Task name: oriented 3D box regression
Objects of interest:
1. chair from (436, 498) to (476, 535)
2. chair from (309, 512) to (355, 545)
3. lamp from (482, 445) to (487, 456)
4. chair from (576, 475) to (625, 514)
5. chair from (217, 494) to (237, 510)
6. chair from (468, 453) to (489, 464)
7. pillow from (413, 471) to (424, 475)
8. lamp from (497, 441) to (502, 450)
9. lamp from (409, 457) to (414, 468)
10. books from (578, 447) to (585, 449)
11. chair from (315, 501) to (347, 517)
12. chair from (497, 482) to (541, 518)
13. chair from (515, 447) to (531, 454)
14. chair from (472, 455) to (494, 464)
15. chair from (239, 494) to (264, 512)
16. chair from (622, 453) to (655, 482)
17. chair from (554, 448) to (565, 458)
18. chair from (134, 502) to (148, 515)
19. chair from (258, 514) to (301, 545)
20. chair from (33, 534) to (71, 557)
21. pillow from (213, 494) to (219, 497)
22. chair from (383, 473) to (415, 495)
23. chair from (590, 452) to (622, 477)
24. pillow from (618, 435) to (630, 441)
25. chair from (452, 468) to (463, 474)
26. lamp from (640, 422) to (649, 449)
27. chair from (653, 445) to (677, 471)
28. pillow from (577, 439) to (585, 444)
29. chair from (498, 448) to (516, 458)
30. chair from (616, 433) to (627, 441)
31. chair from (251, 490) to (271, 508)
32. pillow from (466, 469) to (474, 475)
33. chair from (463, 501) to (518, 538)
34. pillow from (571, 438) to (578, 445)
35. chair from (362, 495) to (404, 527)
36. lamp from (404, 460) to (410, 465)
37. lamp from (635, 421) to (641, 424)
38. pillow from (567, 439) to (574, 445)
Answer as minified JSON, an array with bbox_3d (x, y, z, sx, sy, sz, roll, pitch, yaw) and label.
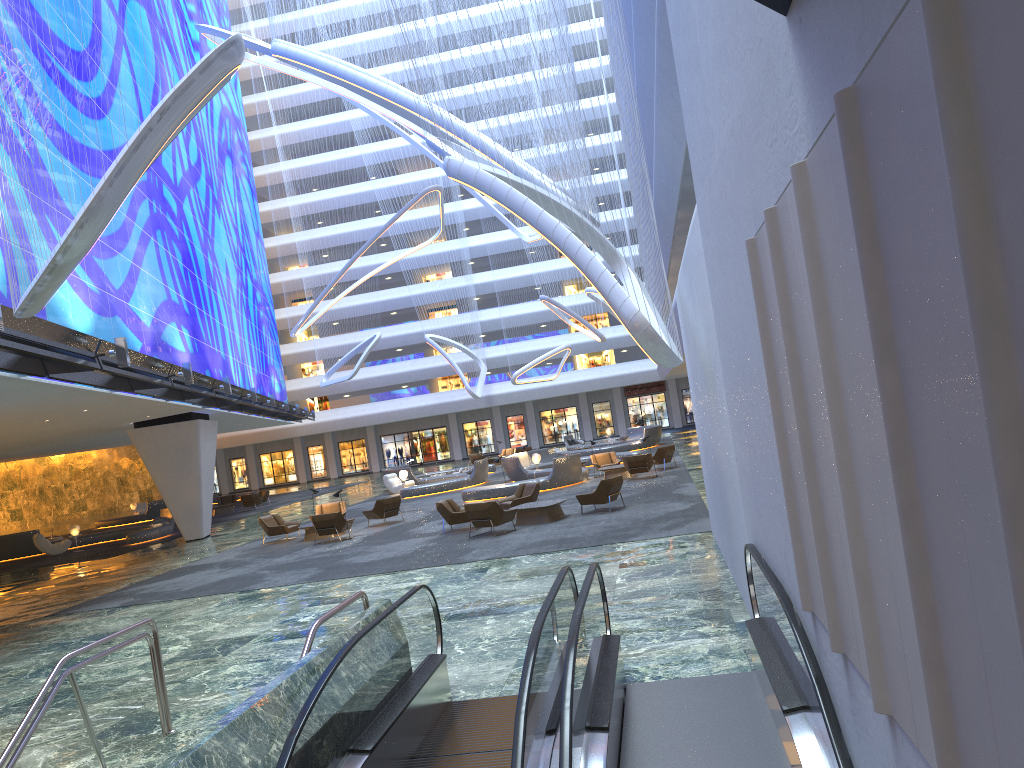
[{"bbox_3d":[-1.222,3.076,20.851,0.939,0.766,0.929,-9,-1,11],"label":"chair"},{"bbox_3d":[-4.643,3.676,22.852,0.930,0.766,0.938,-9,-1,15],"label":"chair"},{"bbox_3d":[-1.373,3.831,46.893,0.201,1.300,0.385,-9,0,-29],"label":"lamp"},{"bbox_3d":[2.069,2.558,20.463,0.941,0.766,0.927,-10,-2,33],"label":"chair"},{"bbox_3d":[-14.159,5.950,44.111,0.928,0.766,0.940,-8,-1,-18],"label":"chair"},{"bbox_3d":[-1.896,4.302,49.969,0.927,0.766,0.941,-8,-2,-38],"label":"chair"},{"bbox_3d":[-4.564,4.322,42.872,0.442,0.207,0.446,-8,-2,-30],"label":"pillow"},{"bbox_3d":[-0.660,3.854,50.323,0.383,1.300,0.202,-8,0,-30],"label":"lamp"},{"bbox_3d":[-4.914,4.254,43.828,0.201,1.300,0.385,-8,0,-37],"label":"lamp"},{"bbox_3d":[3.473,3.266,45.267,0.396,0.039,0.301,-10,-2,23],"label":"books"},{"bbox_3d":[-5.319,3.906,26.132,0.929,0.766,0.940,-9,-1,-8],"label":"chair"},{"bbox_3d":[0.217,2.907,22.172,0.937,0.766,0.932,-8,-2,-30],"label":"chair"},{"bbox_3d":[0.616,3.860,48.473,0.928,0.766,0.940,-8,-1,-13],"label":"chair"},{"bbox_3d":[-1.535,4.139,47.169,0.936,0.766,0.932,-8,-2,-40],"label":"chair"},{"bbox_3d":[-12.298,5.578,41.841,0.930,0.766,0.938,-9,-1,7],"label":"chair"},{"bbox_3d":[3.906,2.536,27.181,0.930,0.766,0.938,-9,-1,15],"label":"chair"},{"bbox_3d":[2.552,3.647,47.169,0.588,0.501,0.490,-10,-2,43],"label":"chair"},{"bbox_3d":[-20.720,7.110,49.690,0.727,0.882,1.160,-8,-2,-37],"label":"chair"},{"bbox_3d":[-6.533,4.045,24.929,0.940,0.766,0.928,-9,-1,17],"label":"chair"},{"bbox_3d":[-16.941,5.876,32.680,1.154,0.882,0.731,-8,-1,-37],"label":"chair"},{"bbox_3d":[-18.307,6.869,54.445,0.443,0.207,0.445,-9,-2,-5],"label":"pillow"},{"bbox_3d":[-4.765,4.202,37.528,1.159,0.882,0.727,-9,-1,28],"label":"chair"},{"bbox_3d":[3.230,2.766,30.462,0.929,0.766,0.940,-9,-1,-8],"label":"chair"},{"bbox_3d":[5.874,2.804,46.543,0.691,0.262,0.879,-8,-2,-29],"label":"pillow"},{"bbox_3d":[-3.016,4.274,41.346,1.781,0.501,0.587,-8,-2,-27],"label":"chair"},{"bbox_3d":[6.370,2.477,42.467,0.201,1.300,0.385,-9,0,-32],"label":"lamp"},{"bbox_3d":[4.923,2.470,29.501,0.941,0.766,0.927,-10,-2,42],"label":"chair"},{"bbox_3d":[3.823,3.293,50.495,0.683,0.280,0.876,-7,-3,-44],"label":"pillow"},{"bbox_3d":[-0.220,4.056,50.246,0.931,0.766,0.937,-9,-2,27],"label":"chair"},{"bbox_3d":[6.258,2.974,47.857,0.941,0.766,0.927,-10,-2,42],"label":"chair"},{"bbox_3d":[-12.490,5.683,43.796,0.936,0.766,0.932,-7,-2,-43],"label":"chair"},{"bbox_3d":[-1.416,3.505,35.812,0.693,0.262,0.876,-9,-2,17],"label":"pillow"},{"bbox_3d":[-0.479,2.902,19.306,0.932,0.766,0.937,-10,-2,36],"label":"chair"},{"bbox_3d":[3.562,3.230,50.240,0.315,0.386,0.783,-9,-2,24],"label":"pillow"},{"bbox_3d":[-3.626,3.610,25.171,0.941,0.766,0.927,-10,-2,42],"label":"chair"},{"bbox_3d":[-4.850,4.151,41.415,0.384,1.300,0.202,-9,0,2],"label":"lamp"},{"bbox_3d":[6.717,2.580,46.511,0.384,1.300,0.202,-9,0,8],"label":"lamp"},{"bbox_3d":[3.357,3.286,50.238,0.295,0.368,0.768,-9,-2,21],"label":"pillow"}]
